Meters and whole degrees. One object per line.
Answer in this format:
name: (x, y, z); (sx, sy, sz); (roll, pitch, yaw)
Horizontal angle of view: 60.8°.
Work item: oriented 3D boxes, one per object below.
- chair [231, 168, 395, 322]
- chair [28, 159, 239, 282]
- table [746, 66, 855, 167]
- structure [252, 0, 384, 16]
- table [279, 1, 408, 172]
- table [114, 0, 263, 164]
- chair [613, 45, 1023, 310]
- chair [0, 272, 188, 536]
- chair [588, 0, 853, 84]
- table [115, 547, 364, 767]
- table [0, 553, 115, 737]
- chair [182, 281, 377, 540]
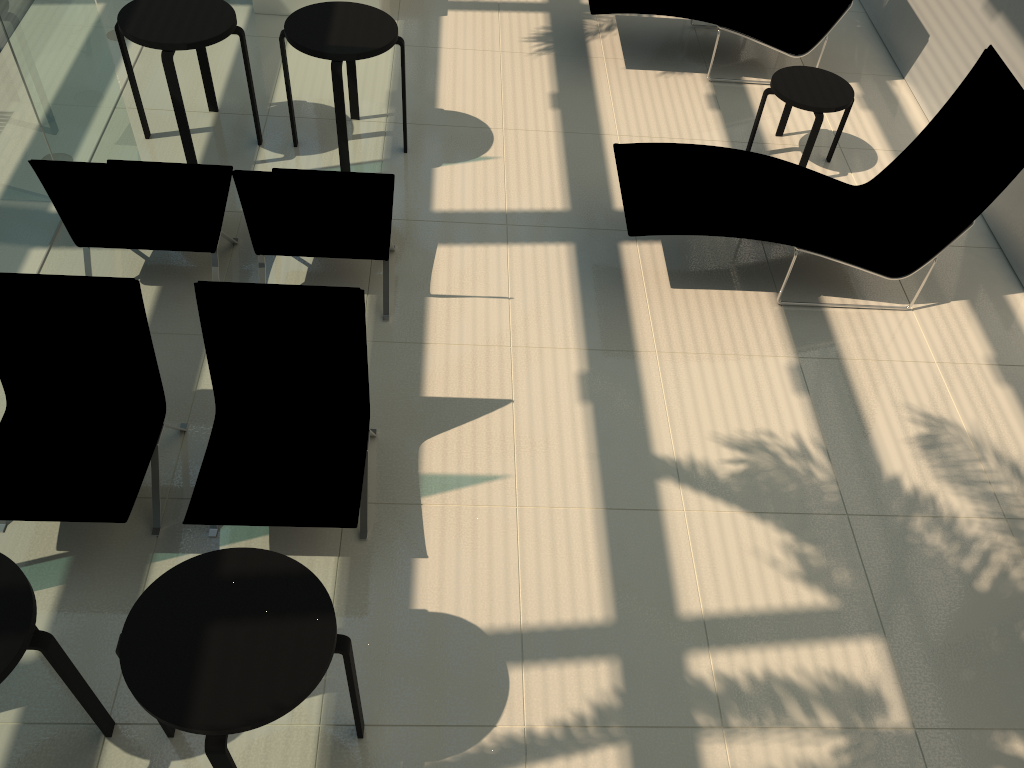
chair: (-1.029, -0.994, 4.779); (0.716, 0.963, 0.812); (2, 49, -4)
chair: (-1.959, -1.027, 4.711); (0.716, 0.963, 0.812); (2, 49, -4)
table: (1.984, -1.793, 6.007); (0.534, 0.561, 0.526); (35, 55, 23)
structure: (-1.333, -5.713, 4.338); (4.815, 7.598, 4.082); (-3, 49, -8)
table: (-1.059, -1.879, 5.588); (0.660, 0.846, 0.642); (31, 53, 21)
table: (-2.026, -1.912, 5.517); (0.660, 0.846, 0.642); (31, 53, 21)
chair: (1.655, -1.217, 5.036); (2.037, 1.254, 0.845); (2, 49, -4)
chair: (-1.930, 0.179, 3.716); (0.716, 0.963, 0.812); (2, 49, -4)
chair: (1.588, -3.101, 6.589); (2.037, 1.254, 0.845); (2, 49, -4)
table: (-0.944, 1.089, 3.143); (0.651, 0.846, 0.651); (-35, 60, -30)
table: (-1.911, 1.056, 3.072); (0.651, 0.846, 0.651); (-35, 60, -30)
chair: (-1.000, 0.211, 3.784); (0.716, 0.963, 0.812); (2, 49, -4)
